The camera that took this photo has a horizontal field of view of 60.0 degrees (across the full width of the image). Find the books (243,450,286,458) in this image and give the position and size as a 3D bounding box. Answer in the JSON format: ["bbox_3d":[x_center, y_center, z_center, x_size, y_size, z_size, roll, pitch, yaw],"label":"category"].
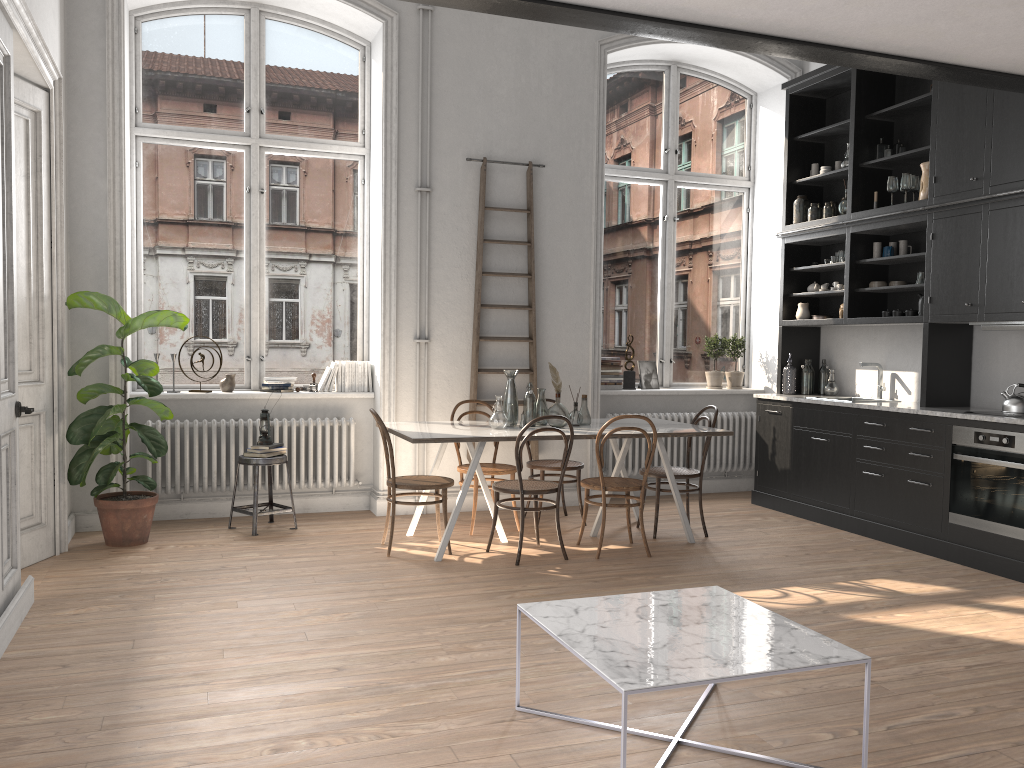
[{"bbox_3d":[-1.762,0.493,6.334,0.194,0.034,0.246,2,3,20],"label":"books"}]

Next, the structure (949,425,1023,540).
[{"bbox_3d":[3.161,0.588,5.455,0.618,0.623,0.622,0,3,-20],"label":"structure"}]

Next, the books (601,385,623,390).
[{"bbox_3d":[0.820,0.027,7.823,0.248,0.043,0.192,0,3,-20],"label":"books"}]

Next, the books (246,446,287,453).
[{"bbox_3d":[-1.752,0.467,6.340,0.162,0.029,0.232,3,3,41],"label":"books"}]

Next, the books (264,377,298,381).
[{"bbox_3d":[-1.794,-0.041,6.885,0.244,0.019,0.174,0,3,-10],"label":"books"}]

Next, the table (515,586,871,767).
[{"bbox_3d":[0.559,1.017,2.992,0.849,0.392,0.849,0,3,-20],"label":"table"}]

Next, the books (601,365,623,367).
[{"bbox_3d":[0.829,-0.159,7.827,0.244,0.019,0.174,0,3,-20],"label":"books"}]

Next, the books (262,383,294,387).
[{"bbox_3d":[-1.812,0.006,6.873,0.221,0.023,0.147,1,3,-4],"label":"books"}]

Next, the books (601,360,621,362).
[{"bbox_3d":[0.834,-0.202,7.827,0.205,0.020,0.155,0,3,-20],"label":"books"}]

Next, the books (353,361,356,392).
[{"bbox_3d":[-1.280,-0.062,7.101,0.024,0.243,0.175,0,3,-20],"label":"books"}]

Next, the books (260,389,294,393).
[{"bbox_3d":[-1.822,0.050,6.877,0.221,0.023,0.147,2,3,29],"label":"books"}]

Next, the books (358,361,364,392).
[{"bbox_3d":[-1.217,-0.063,7.124,0.024,0.243,0.175,0,3,-20],"label":"books"}]

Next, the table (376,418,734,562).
[{"bbox_3d":[0.260,0.682,6.101,2.200,0.780,1.100,0,3,-20],"label":"table"}]

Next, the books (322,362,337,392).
[{"bbox_3d":[-1.445,-0.058,7.018,0.100,0.235,0.174,0,3,-20],"label":"books"}]

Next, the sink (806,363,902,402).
[{"bbox_3d":[2.673,0.087,6.901,0.514,0.505,0.526,0,3,-20],"label":"sink"}]

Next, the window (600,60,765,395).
[{"bbox_3d":[6.392,-5.909,12.888,14.385,15.942,26.386,0,3,-20],"label":"window"}]

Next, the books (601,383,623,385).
[{"bbox_3d":[0.823,-0.005,7.820,0.249,0.023,0.175,0,3,-24],"label":"books"}]

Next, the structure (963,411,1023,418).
[{"bbox_3d":[3.173,0.193,5.437,0.427,0.011,0.592,0,3,-20],"label":"structure"}]

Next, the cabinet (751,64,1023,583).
[{"bbox_3d":[2.918,-0.682,6.132,0.635,3.585,3.249,0,3,-20],"label":"cabinet"}]

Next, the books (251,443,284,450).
[{"bbox_3d":[-1.750,0.445,6.340,0.147,0.027,0.221,1,3,12],"label":"books"}]

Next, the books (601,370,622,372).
[{"bbox_3d":[0.835,-0.117,7.837,0.222,0.024,0.158,0,3,-20],"label":"books"}]

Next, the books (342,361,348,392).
[{"bbox_3d":[-1.329,-0.061,7.051,0.024,0.243,0.175,0,3,-20],"label":"books"}]

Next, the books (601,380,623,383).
[{"bbox_3d":[0.823,-0.028,7.819,0.249,0.023,0.175,0,3,-19],"label":"books"}]

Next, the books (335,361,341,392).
[{"bbox_3d":[-1.385,-0.062,7.063,0.024,0.243,0.175,0,3,-20],"label":"books"}]

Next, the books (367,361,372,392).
[{"bbox_3d":[-1.156,-0.062,7.123,0.040,0.244,0.174,0,3,-20],"label":"books"}]

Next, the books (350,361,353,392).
[{"bbox_3d":[-1.298,-0.062,7.090,0.019,0.244,0.174,0,3,-20],"label":"books"}]

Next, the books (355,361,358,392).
[{"bbox_3d":[-1.252,-0.062,7.088,0.019,0.244,0.174,0,3,-20],"label":"books"}]

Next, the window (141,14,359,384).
[{"bbox_3d":[-2.004,-1.413,6.911,1.622,2.844,0.013,0,3,-20],"label":"window"}]

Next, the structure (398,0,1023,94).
[{"bbox_3d":[1.810,-1.753,1.424,5.927,1.213,4.156,0,3,-20],"label":"structure"}]

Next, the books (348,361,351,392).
[{"bbox_3d":[-1.311,-0.062,7.067,0.019,0.244,0.174,0,3,-20],"label":"books"}]

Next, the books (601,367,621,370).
[{"bbox_3d":[0.834,-0.139,7.829,0.205,0.022,0.155,0,3,-25],"label":"books"}]

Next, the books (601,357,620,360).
[{"bbox_3d":[0.826,-0.224,7.832,0.201,0.024,0.159,-1,3,-30],"label":"books"}]

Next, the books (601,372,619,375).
[{"bbox_3d":[0.833,-0.094,7.832,0.205,0.022,0.155,1,3,-6],"label":"books"}]

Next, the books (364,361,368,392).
[{"bbox_3d":[-1.187,-0.062,7.114,0.024,0.243,0.175,0,3,-20],"label":"books"}]

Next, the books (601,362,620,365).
[{"bbox_3d":[0.821,-0.181,7.823,0.231,0.023,0.162,1,3,-4],"label":"books"}]

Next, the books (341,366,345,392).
[{"bbox_3d":[-1.353,-0.043,7.054,0.020,0.205,0.155,0,3,-20],"label":"books"}]

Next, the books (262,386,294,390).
[{"bbox_3d":[-1.815,0.028,6.874,0.205,0.022,0.155,1,3,0],"label":"books"}]

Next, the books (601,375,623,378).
[{"bbox_3d":[0.827,-0.069,7.836,0.245,0.028,0.193,0,3,-25],"label":"books"}]

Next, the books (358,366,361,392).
[{"bbox_3d":[-1.232,-0.043,7.098,0.020,0.205,0.155,0,3,-20],"label":"books"}]

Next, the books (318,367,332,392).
[{"bbox_3d":[-1.484,-0.039,7.010,0.105,0.194,0.155,0,3,-21],"label":"books"}]

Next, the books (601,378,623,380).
[{"bbox_3d":[0.828,-0.048,7.836,0.255,0.014,0.192,0,3,-17],"label":"books"}]

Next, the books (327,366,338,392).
[{"bbox_3d":[-1.423,-0.042,7.029,0.072,0.203,0.155,0,3,-20],"label":"books"}]

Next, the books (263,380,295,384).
[{"bbox_3d":[-1.806,-0.014,6.861,0.205,0.020,0.155,-1,3,-30],"label":"books"}]
